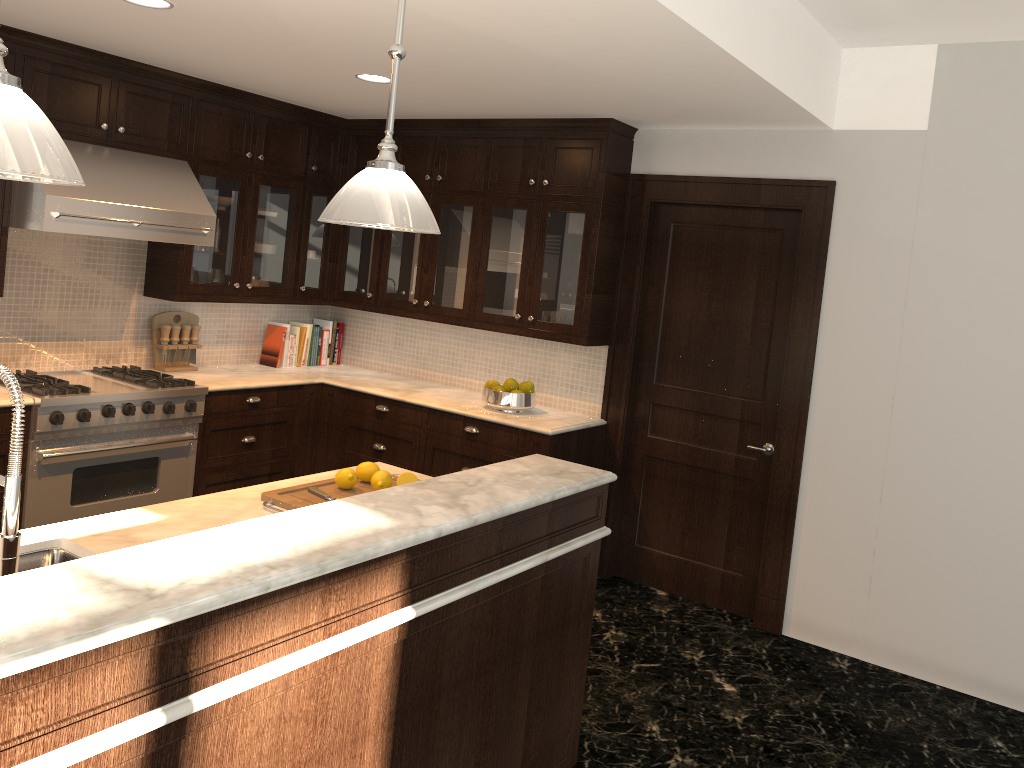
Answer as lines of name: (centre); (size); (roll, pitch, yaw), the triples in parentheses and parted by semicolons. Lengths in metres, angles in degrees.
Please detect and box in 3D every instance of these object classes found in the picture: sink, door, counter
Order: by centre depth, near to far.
counter: (-0.572, 0.365, 1.858); (0.330, 0.032, 2.857); (11, 9, 33)
sink: (-1.261, 0.592, 1.923); (0.460, 0.211, 0.800); (10, 9, 33)
counter: (-0.895, 0.488, 2.060); (1.061, 0.032, 2.871); (11, 9, 33)
counter: (-1.334, 0.127, 4.361); (2.330, 0.032, 3.371); (11, 9, 33)
door: (1.064, 0.109, 4.874); (0.869, 2.176, 0.108); (8, 3, 33)

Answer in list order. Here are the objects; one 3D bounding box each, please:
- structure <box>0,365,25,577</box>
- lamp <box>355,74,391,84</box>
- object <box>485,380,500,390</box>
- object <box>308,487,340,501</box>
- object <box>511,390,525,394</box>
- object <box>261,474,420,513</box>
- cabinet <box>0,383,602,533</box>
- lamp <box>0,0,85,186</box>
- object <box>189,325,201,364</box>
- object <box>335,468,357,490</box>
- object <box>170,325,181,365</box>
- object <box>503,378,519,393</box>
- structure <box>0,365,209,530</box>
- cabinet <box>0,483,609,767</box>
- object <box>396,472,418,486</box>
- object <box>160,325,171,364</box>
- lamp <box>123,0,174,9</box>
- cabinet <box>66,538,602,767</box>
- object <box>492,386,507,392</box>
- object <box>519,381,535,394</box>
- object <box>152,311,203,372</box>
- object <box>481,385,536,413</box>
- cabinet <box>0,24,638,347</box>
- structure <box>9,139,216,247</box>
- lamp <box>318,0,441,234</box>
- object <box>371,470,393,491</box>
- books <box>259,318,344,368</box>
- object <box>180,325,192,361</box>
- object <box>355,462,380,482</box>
structure: (-1.073, 0.222, 1.804); (0.245, 0.528, 0.051); (8, 3, 33)
lamp: (-0.674, -1.579, 4.377); (0.197, 0.136, 0.199); (4, 7, -22)
object: (-0.113, 0.026, 5.070); (0.091, 0.098, 0.094); (6, 5, 1)
object: (-0.553, 0.376, 2.828); (0.333, 0.014, 0.042); (13, 10, 44)
object: (0.030, 0.078, 5.003); (0.091, 0.097, 0.093); (4, 6, -27)
object: (-0.507, 0.377, 2.969); (0.387, 0.021, 0.668); (11, 9, 33)
cabinet: (-1.382, 0.579, 4.380); (2.330, 0.876, 3.371); (11, 9, 33)
lamp: (-0.848, -0.739, 1.459); (0.316, 0.780, 0.320); (3, 4, -43)
object: (-1.919, -0.240, 5.328); (0.061, 0.236, 0.061); (6, 3, -3)
object: (-0.563, 0.322, 3.000); (0.082, 0.073, 0.079); (8, 6, 21)
object: (-1.995, -0.232, 5.213); (0.061, 0.236, 0.061); (6, 3, 3)
object: (-0.005, 0.016, 5.060); (0.096, 0.099, 0.092); (7, 5, 10)
structure: (-2.204, 0.378, 4.583); (0.723, 0.834, 0.906); (9, 6, 33)
cabinet: (-0.588, 0.456, 1.853); (0.294, 0.152, 2.839); (10, 9, 33)
object: (-0.360, 0.339, 3.038); (0.074, 0.068, 0.064); (6, 5, -4)
object: (-2.031, -0.233, 5.157); (0.061, 0.228, 0.061); (7, 3, 15)
lamp: (-1.373, -1.509, 3.326); (0.197, 0.136, 0.199); (6, 6, -2)
cabinet: (-0.943, 0.924, 2.084); (1.032, 0.908, 2.850); (10, 8, 33)
object: (-0.069, 0.057, 5.011); (0.100, 0.096, 0.092); (2, 6, -39)
object: (0.083, 0.031, 5.046); (0.093, 0.098, 0.091); (6, 5, 4)
object: (-1.981, -0.254, 5.248); (0.111, 0.348, 0.316); (8, 5, 33)
object: (-0.020, 0.089, 5.081); (0.320, 0.121, 0.319); (10, 8, 27)
cabinet: (-1.224, -0.936, 4.321); (2.322, 1.249, 3.370); (10, 8, 33)
structure: (-2.080, -1.000, 4.539); (0.643, 0.475, 0.931); (10, 8, 33)
lamp: (-0.303, -0.794, 2.279); (0.316, 0.780, 0.320); (3, 4, -43)
object: (-0.445, 0.331, 3.013); (0.083, 0.071, 0.081); (11, 8, 44)
books: (-1.437, -0.288, 6.061); (0.195, 0.310, 0.603); (9, 7, 32)
object: (-1.955, -0.242, 5.273); (0.061, 0.225, 0.061); (6, 3, 3)
object: (-0.506, 0.311, 3.114); (0.082, 0.071, 0.082); (1, 7, -41)
